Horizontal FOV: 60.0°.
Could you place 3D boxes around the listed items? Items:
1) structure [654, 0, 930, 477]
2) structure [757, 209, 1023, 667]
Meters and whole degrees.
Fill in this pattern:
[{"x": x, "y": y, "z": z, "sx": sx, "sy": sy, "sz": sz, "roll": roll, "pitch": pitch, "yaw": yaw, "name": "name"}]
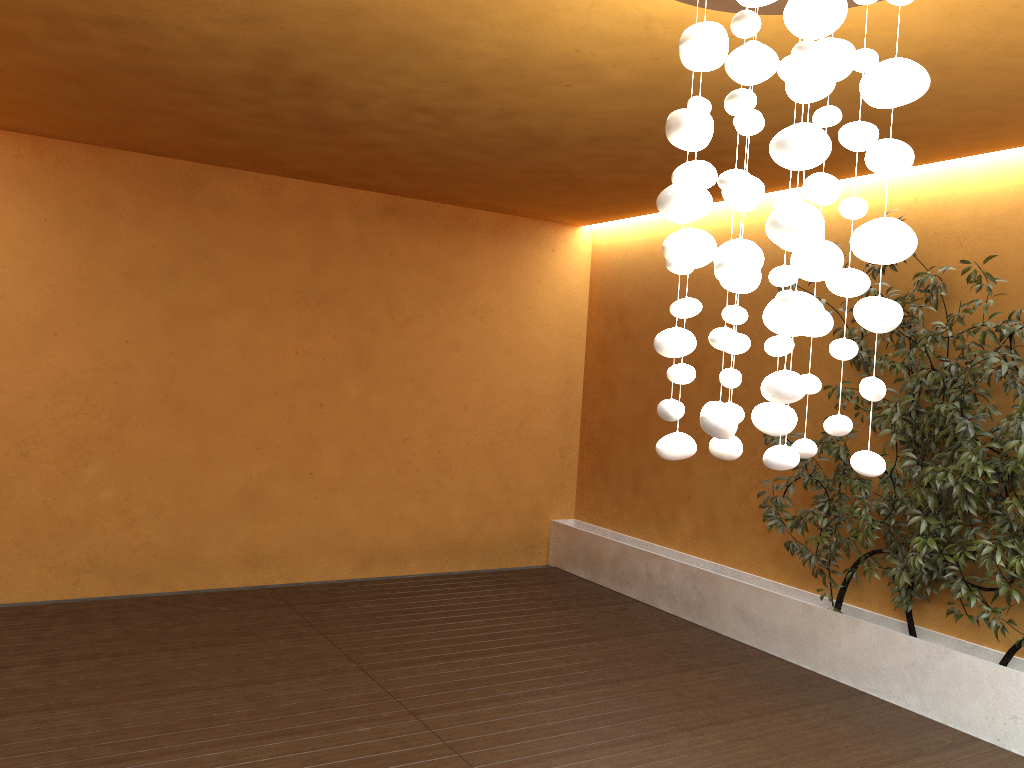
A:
[{"x": 0.740, "y": -0.522, "z": 2.446, "sx": 1.002, "sy": 1.529, "sz": 1.002, "roll": 4, "pitch": 1, "yaw": 18, "name": "structure"}, {"x": 2.460, "y": 0.278, "z": 4.293, "sx": 0.622, "sy": 2.483, "sz": 3.166, "roll": 3, "pitch": 1, "yaw": -32, "name": "structure"}]
